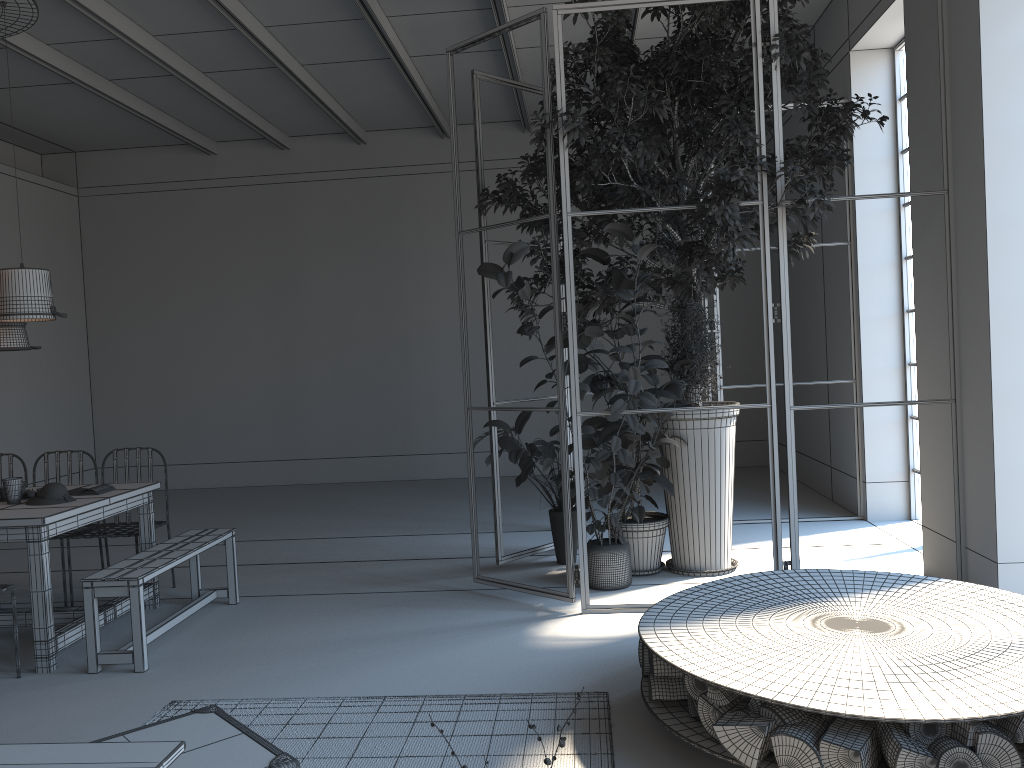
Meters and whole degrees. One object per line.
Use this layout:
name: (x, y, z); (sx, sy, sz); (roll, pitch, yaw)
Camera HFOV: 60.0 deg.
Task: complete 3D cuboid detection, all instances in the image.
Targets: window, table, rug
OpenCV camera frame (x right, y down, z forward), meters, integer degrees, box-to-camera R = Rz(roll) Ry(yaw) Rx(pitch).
window: (2.774, -0.597, 2.235); (0.070, 3.834, 9.755); (-3, 2, 4)
table: (-1.082, 1.301, 2.690); (0.667, 0.330, 0.706); (-4, 2, -40)
table: (1.358, 1.115, 3.453); (1.709, 0.387, 1.708); (-3, 2, -4)
rug: (-0.655, 1.433, 2.675); (1.961, 0.007, 2.524); (-3, 2, 4)
table: (-3.151, 1.095, 5.115); (1.784, 0.819, 1.239); (-3, 2, 4)

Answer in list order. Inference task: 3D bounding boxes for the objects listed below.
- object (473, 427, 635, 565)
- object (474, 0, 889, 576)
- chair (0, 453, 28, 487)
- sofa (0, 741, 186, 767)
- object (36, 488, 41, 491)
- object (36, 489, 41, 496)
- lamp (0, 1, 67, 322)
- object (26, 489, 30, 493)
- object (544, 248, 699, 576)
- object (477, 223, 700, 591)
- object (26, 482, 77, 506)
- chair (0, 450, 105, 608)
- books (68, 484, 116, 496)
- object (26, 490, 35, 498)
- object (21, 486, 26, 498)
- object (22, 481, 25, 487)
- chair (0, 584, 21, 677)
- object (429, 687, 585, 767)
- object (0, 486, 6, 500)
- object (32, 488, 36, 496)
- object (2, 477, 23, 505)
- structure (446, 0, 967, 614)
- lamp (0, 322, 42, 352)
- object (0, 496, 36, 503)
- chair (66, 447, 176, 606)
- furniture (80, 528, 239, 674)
object: (0.301, 0.782, 6.204); (1.125, 1.001, 0.920); (-3, 2, 2)
object: (1.020, -0.818, 5.690); (2.243, 4.154, 2.486); (-4, 2, -24)
chair: (-3.601, 0.979, 5.966); (0.474, 0.975, 0.488); (-3, 2, 4)
sofa: (-1.254, 1.034, 1.020); (0.952, 0.948, 2.347); (-3, 2, 4)
object: (-2.814, 0.646, 5.388); (0.133, 0.029, 0.133); (-4, 2, -38)
object: (-2.739, 0.633, 5.143); (0.043, 0.043, 0.044); (-4, 2, -24)
lamp: (-2.883, -1.291, 5.152); (0.352, 1.845, 0.312); (-2, 2, 30)
object: (-2.944, 0.652, 5.304); (0.121, 0.037, 0.054); (-3, 2, -17)
object: (0.727, 0.167, 6.015); (1.270, 2.157, 0.868); (-2, 2, 35)
object: (0.488, 0.208, 5.406); (1.253, 2.183, 1.309); (-2, 2, 15)
object: (-2.569, 0.655, 4.952); (0.260, 0.211, 0.236); (-2, 2, 22)
chair: (-3.093, 0.955, 5.926); (0.474, 0.975, 0.488); (-3, 2, 4)
books: (-2.520, 0.630, 5.259); (0.249, 0.041, 0.202); (-3, 2, 3)
object: (-2.773, 0.636, 5.107); (0.045, 0.045, 0.051); (-3, 2, -18)
object: (-2.840, 0.627, 5.119); (0.065, 0.064, 0.065); (-3, 2, -11)
object: (-2.993, 0.633, 5.384); (0.071, 0.076, 0.071); (-4, 2, -38)
chair: (-2.726, 0.992, 4.193); (0.474, 0.975, 0.488); (-3, 2, 4)
object: (0.049, 0.776, 1.298); (0.443, 0.709, 0.194); (-1, 3, 45)
object: (-2.899, 0.626, 5.075); (0.071, 0.076, 0.071); (-3, 2, 2)
object: (-2.789, 0.631, 5.162); (0.043, 0.050, 0.044); (-2, 2, 22)
object: (-2.792, 0.601, 4.965); (0.102, 0.146, 0.102); (-4, 2, -30)
structure: (1.218, -0.457, 6.123); (2.994, 3.454, 2.452); (-3, 2, 4)
lamp: (-3.178, -1.206, 5.441); (0.301, 2.004, 0.359); (-3, 2, 2)
object: (-2.839, 0.664, 5.157); (0.335, 0.012, 0.213); (-3, 2, -19)
chair: (-2.599, 0.931, 5.887); (0.474, 0.975, 0.488); (-3, 2, 4)
furniture: (-1.937, 1.181, 5.026); (0.300, 0.478, 1.260); (-3, 2, 4)
